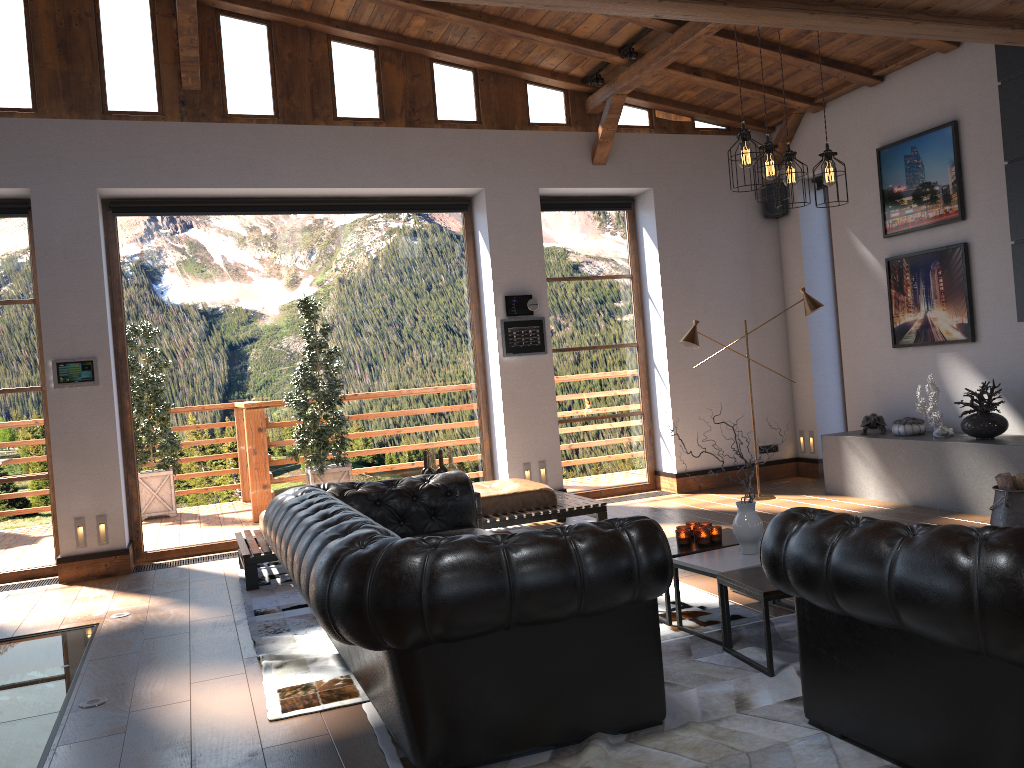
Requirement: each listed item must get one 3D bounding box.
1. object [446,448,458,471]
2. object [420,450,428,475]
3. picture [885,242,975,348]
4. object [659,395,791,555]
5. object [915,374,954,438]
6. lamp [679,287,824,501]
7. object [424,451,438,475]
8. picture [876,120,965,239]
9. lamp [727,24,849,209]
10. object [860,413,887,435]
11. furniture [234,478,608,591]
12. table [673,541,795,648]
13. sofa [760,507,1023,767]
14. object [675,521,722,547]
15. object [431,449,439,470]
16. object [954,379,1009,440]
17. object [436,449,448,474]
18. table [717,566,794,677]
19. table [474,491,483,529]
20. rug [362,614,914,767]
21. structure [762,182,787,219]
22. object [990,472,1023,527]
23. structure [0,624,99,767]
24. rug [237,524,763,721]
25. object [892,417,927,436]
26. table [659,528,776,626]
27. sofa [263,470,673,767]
[{"bbox_3d":[-0.390,0.554,5.725,0.088,0.286,0.087,-5,0,-11],"label":"object"},{"bbox_3d":[-0.543,0.568,5.664,0.087,0.286,0.088,-5,0,19],"label":"object"},{"bbox_3d":[3.567,-0.737,7.607,0.036,0.816,0.872,-5,0,-20],"label":"picture"},{"bbox_3d":[1.097,0.433,4.377,0.622,0.808,0.404,-5,0,-10],"label":"object"},{"bbox_3d":[3.420,0.181,7.219,0.256,0.532,0.432,-5,0,38],"label":"object"},{"bbox_3d":[2.210,0.113,8.129,1.322,1.899,0.527,-5,0,0],"label":"lamp"},{"bbox_3d":[-0.511,0.566,5.566,0.088,0.286,0.086,-5,0,-44],"label":"object"},{"bbox_3d":[3.485,-1.729,7.607,0.036,0.816,0.872,-5,0,-20],"label":"picture"},{"bbox_3d":[1.395,-2.066,4.799,0.811,2.201,0.259,-5,0,-30],"label":"lamp"},{"bbox_3d":[3.240,0.355,7.952,0.224,0.183,0.409,-5,1,23],"label":"object"},{"bbox_3d":[-0.738,1.098,7.073,2.783,0.436,1.165,-5,1,-21],"label":"furniture"},{"bbox_3d":[1.182,1.007,4.349,0.657,0.350,0.396,-5,0,-26],"label":"table"},{"bbox_3d":[2.261,0.697,3.044,2.588,0.838,1.229,-5,1,-22],"label":"sofa"},{"bbox_3d":[1.008,0.801,4.753,0.245,0.081,0.304,-5,1,18],"label":"object"},{"bbox_3d":[-0.503,0.563,5.749,0.088,0.286,0.087,-5,0,-8],"label":"object"},{"bbox_3d":[3.632,0.195,6.837,0.333,0.455,0.342,-5,0,5],"label":"object"},{"bbox_3d":[-0.448,0.560,5.644,0.089,0.286,0.086,-5,0,-43],"label":"object"},{"bbox_3d":[1.304,1.003,3.911,0.654,0.350,0.397,-5,0,-16],"label":"table"},{"bbox_3d":[-0.428,1.003,5.673,0.421,0.609,0.402,-5,0,-21],"label":"table"},{"bbox_3d":[1.634,1.139,3.284,4.077,0.053,2.412,-5,1,-20],"label":"rug"},{"bbox_3d":[2.759,-1.922,9.305,0.215,0.349,0.212,-5,0,-21],"label":"structure"},{"bbox_3d":[3.396,0.783,5.920,0.383,0.431,0.385,-5,0,6],"label":"object"},{"bbox_3d":[-7.925,1.548,4.624,11.119,6.398,9.133,-5,0,-21],"label":"structure"},{"bbox_3d":[-0.467,1.283,5.794,2.452,0.053,3.777,-5,1,-20],"label":"rug"},{"bbox_3d":[3.394,0.359,7.590,0.261,0.160,0.279,-5,1,-18],"label":"object"},{"bbox_3d":[1.009,1.017,4.747,0.656,0.350,0.397,-5,0,-21],"label":"table"},{"bbox_3d":[-0.398,0.904,4.059,1.250,0.838,2.544,-5,1,-21],"label":"sofa"}]
